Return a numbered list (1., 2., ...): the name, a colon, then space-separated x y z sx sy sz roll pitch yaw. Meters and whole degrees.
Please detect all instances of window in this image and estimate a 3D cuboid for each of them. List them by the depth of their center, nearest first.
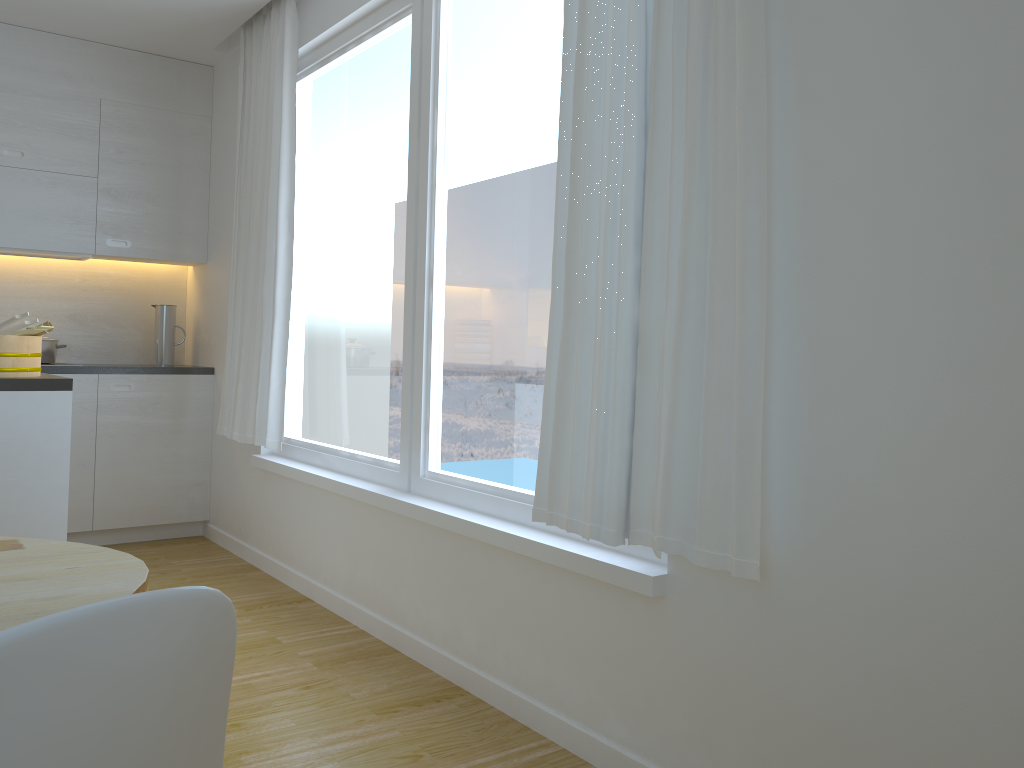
1. window: -0.321 -0.559 3.320 0.088 1.920 2.728 3 0 -36

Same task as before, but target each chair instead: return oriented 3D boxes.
1. chair: -0.500 0.580 0.665 0.523 0.903 0.429 1 -1 29

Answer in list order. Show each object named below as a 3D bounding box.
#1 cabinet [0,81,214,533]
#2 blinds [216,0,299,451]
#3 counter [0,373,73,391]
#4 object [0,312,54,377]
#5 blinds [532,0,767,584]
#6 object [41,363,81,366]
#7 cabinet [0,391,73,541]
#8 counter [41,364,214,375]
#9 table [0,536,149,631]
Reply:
1. cabinet: -3.094 -0.402 4.220 3.198 2.304 0.481 1 -1 -36
2. blinds: -1.268 -0.798 4.302 0.150 2.163 0.794 3 -2 -36
3. counter: -2.586 -0.009 2.437 2.398 0.040 0.601 0 2 -36
4. object: -1.770 -0.134 2.983 0.429 0.214 0.378 1 1 -8
5. blinds: 0.300 -0.688 2.147 0.150 2.163 0.794 3 -2 -36
6. object: -2.651 -0.102 4.618 0.653 0.013 0.562 0 2 -36
7. cabinet: -2.597 0.466 2.424 2.398 0.911 0.601 0 0 -36
8. counter: -2.653 -0.084 4.613 1.999 0.040 0.601 0 2 -36
9. table: -1.473 0.641 0.738 2.188 0.726 1.194 0 1 -37
